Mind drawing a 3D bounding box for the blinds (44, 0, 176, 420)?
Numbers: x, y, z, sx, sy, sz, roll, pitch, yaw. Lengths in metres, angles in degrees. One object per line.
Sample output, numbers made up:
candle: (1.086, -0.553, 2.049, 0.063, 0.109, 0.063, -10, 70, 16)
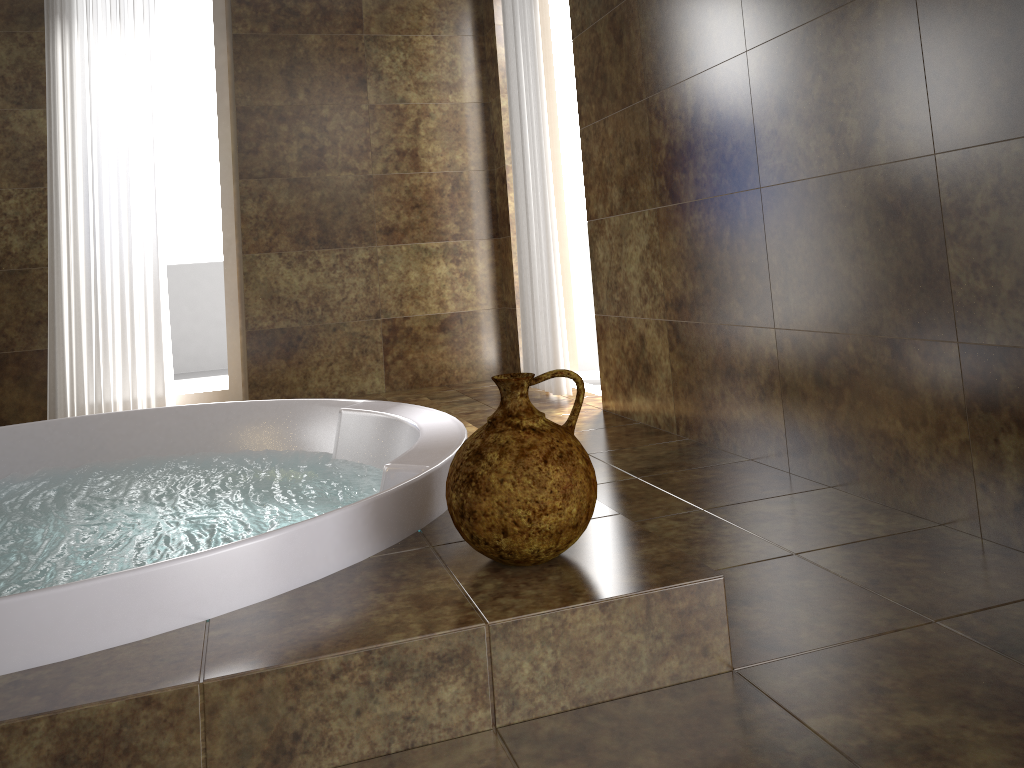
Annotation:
blinds: (-1.843, -0.976, 3.919, 0.521, 2.275, 0.066, -3, -5, -17)

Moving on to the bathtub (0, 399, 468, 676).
bathtub: (-0.958, 0.321, 1.811, 1.743, 0.524, 1.763, -3, 7, 14)

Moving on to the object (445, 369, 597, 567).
object: (0.012, 0.123, 1.318, 0.227, 0.276, 0.231, -4, 0, 45)

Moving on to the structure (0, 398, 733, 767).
structure: (-0.957, 0.328, 1.813, 2.014, 0.124, 2.002, -7, 8, -17)

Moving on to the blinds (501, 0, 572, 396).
blinds: (0.064, -1.104, 3.846, 0.069, 2.287, 0.476, -3, -5, -17)

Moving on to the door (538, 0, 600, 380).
door: (0.599, -1.142, 4.205, 0.956, 2.238, 0.039, -5, -5, 16)
